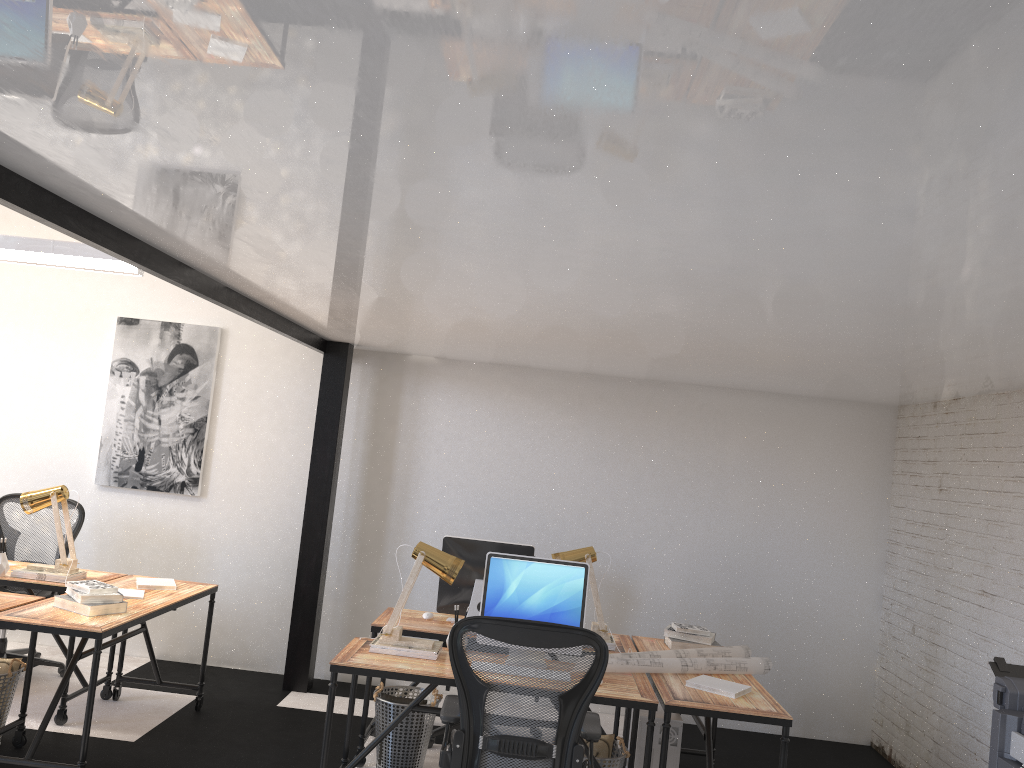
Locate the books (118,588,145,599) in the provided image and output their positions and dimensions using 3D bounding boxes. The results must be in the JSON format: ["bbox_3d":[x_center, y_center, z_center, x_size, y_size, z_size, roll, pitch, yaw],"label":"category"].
[{"bbox_3d":[-2.043,1.086,4.611,0.243,0.019,0.205,8,-5,-20],"label":"books"}]

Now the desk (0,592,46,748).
[{"bbox_3d":[-3.025,1.313,4.106,1.401,0.724,0.530,6,-4,2],"label":"desk"}]

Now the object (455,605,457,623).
[{"bbox_3d":[-0.266,1.151,4.178,0.008,0.207,0.054,9,-4,-32],"label":"object"}]

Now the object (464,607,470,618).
[{"bbox_3d":[-0.238,1.154,4.185,0.054,0.207,0.008,7,-4,-15],"label":"object"}]

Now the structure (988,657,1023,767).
[{"bbox_3d":[1.986,1.621,3.131,0.503,1.056,1.059,6,-4,2],"label":"structure"}]

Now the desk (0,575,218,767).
[{"bbox_3d":[-2.041,1.451,4.494,0.529,0.724,1.402,6,-4,2],"label":"desk"}]

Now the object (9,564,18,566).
[{"bbox_3d":[-3.054,1.008,5.040,0.439,0.017,0.119,6,-4,2],"label":"object"}]

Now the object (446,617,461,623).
[{"bbox_3d":[-0.138,1.314,4.857,0.439,0.017,0.119,6,-4,2],"label":"object"}]

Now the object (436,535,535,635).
[{"bbox_3d":[-0.145,1.062,4.651,0.483,0.485,0.190,6,-4,2],"label":"object"}]

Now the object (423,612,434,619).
[{"bbox_3d":[-0.463,1.273,4.878,0.059,0.029,0.106,6,-4,3],"label":"object"}]

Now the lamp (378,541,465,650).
[{"bbox_3d":[-0.405,0.958,4.048,0.344,0.469,0.126,6,-4,3],"label":"lamp"}]

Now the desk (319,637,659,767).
[{"bbox_3d":[-0.108,1.619,3.923,1.401,0.724,0.530,6,-4,2],"label":"desk"}]

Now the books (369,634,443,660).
[{"bbox_3d":[-0.481,1.203,4.063,0.309,0.038,0.226,6,-4,3],"label":"books"}]

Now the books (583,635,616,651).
[{"bbox_3d":[0.384,1.346,4.674,0.309,0.038,0.226,6,-4,3],"label":"books"}]

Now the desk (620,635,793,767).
[{"bbox_3d":[0.876,1.757,4.311,0.529,0.724,1.402,6,-4,2],"label":"desk"}]

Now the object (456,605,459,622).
[{"bbox_3d":[-0.262,1.153,4.190,0.008,0.207,0.054,7,-4,-10],"label":"object"}]

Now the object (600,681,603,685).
[{"bbox_3d":[0.365,1.285,3.858,0.059,0.029,0.106,6,-4,3],"label":"object"}]

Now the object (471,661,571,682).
[{"bbox_3d":[0.038,1.257,3.878,0.439,0.017,0.119,6,-4,2],"label":"object"}]

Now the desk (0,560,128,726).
[{"bbox_3d":[-2.989,1.382,4.950,1.401,0.724,0.530,6,-4,2],"label":"desk"}]

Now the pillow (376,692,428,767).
[{"bbox_3d":[-0.563,1.774,4.498,0.239,0.406,0.120,6,-4,3],"label":"pillow"}]

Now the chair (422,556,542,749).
[{"bbox_3d":[-0.132,1.542,5.265,0.771,1.084,0.793,7,-4,-14],"label":"chair"}]

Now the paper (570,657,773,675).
[{"bbox_3d":[0.760,1.327,4.187,1.135,0.082,0.083,8,-4,-23],"label":"paper"}]

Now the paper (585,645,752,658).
[{"bbox_3d":[0.766,1.341,4.353,1.135,0.082,0.083,9,-5,-33],"label":"paper"}]

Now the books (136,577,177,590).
[{"bbox_3d":[-1.989,1.116,4.954,0.200,0.024,0.235,8,-5,-24],"label":"books"}]

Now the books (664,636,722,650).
[{"bbox_3d":[0.984,1.420,4.838,0.271,0.050,0.200,6,-4,0],"label":"books"}]

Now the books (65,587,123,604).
[{"bbox_3d":[-1.994,0.998,4.231,0.193,0.044,0.257,10,-6,-40],"label":"books"}]

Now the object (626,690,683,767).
[{"bbox_3d":[0.727,1.907,4.660,0.221,0.454,0.544,6,-4,2],"label":"object"}]

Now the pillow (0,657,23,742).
[{"bbox_3d":[-2.569,1.543,4.354,0.239,0.406,0.120,6,-4,3],"label":"pillow"}]

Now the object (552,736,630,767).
[{"bbox_3d":[0.342,1.828,4.094,0.359,0.434,0.353,6,-4,-1],"label":"object"}]

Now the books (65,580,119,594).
[{"bbox_3d":[-1.999,0.965,4.220,0.185,0.030,0.153,4,-5,30],"label":"books"}]

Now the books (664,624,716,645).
[{"bbox_3d":[0.976,1.374,4.864,0.257,0.044,0.193,5,-5,20],"label":"books"}]

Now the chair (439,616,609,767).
[{"bbox_3d":[-0.010,1.414,3.447,0.771,1.084,0.793,7,-4,-14],"label":"chair"}]

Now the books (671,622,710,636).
[{"bbox_3d":[0.977,1.341,4.851,0.185,0.030,0.153,6,-4,0],"label":"books"}]

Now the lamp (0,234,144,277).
[{"bbox_3d":[-5.443,-2.334,4.930,7.301,2.861,0.226,6,-4,2],"label":"lamp"}]

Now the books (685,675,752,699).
[{"bbox_3d":[0.930,1.362,3.995,0.235,0.024,0.200,3,-5,36],"label":"books"}]

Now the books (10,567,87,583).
[{"bbox_3d":[-2.533,1.040,4.857,0.309,0.038,0.226,6,-4,3],"label":"books"}]

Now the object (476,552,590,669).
[{"bbox_3d":[0.097,1.047,4.113,0.483,0.485,0.190,6,-4,2],"label":"object"}]

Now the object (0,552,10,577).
[{"bbox_3d":[-2.748,0.965,4.749,0.101,0.126,0.101,10,-5,-42],"label":"object"}]

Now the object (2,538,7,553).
[{"bbox_3d":[-2.729,0.925,4.752,0.008,0.207,0.054,9,-4,-32],"label":"object"}]

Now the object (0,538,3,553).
[{"bbox_3d":[-2.734,0.924,4.740,0.008,0.207,0.054,7,-4,-10],"label":"object"}]

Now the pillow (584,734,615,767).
[{"bbox_3d":[0.348,1.849,4.172,0.239,0.406,0.120,6,-4,3],"label":"pillow"}]

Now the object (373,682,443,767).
[{"bbox_3d":[-0.554,1.768,4.578,0.359,0.434,0.353,6,-4,-1],"label":"object"}]

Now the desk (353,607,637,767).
[{"bbox_3d":[-0.072,1.688,4.767,1.401,0.724,0.530,6,-4,2],"label":"desk"}]

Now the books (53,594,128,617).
[{"bbox_3d":[-1.998,1.043,4.201,0.271,0.050,0.200,4,-5,30],"label":"books"}]

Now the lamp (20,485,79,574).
[{"bbox_3d":[-2.554,0.788,4.902,0.344,0.469,0.128,6,-4,3],"label":"lamp"}]

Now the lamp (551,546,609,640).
[{"bbox_3d":[0.362,1.094,4.719,0.344,0.469,0.128,6,-4,3],"label":"lamp"}]

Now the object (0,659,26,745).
[{"bbox_3d":[-2.575,1.522,4.277,0.359,0.434,0.353,6,-4,-1],"label":"object"}]

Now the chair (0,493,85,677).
[{"bbox_3d":[-3.049,1.236,5.448,0.771,1.084,0.793,7,-4,-14],"label":"chair"}]

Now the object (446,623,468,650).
[{"bbox_3d":[-0.256,1.194,4.176,0.101,0.126,0.101,10,-5,-42],"label":"object"}]

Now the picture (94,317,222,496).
[{"bbox_3d":[-2.474,0.152,6.208,0.731,1.182,0.049,6,-4,2],"label":"picture"}]
